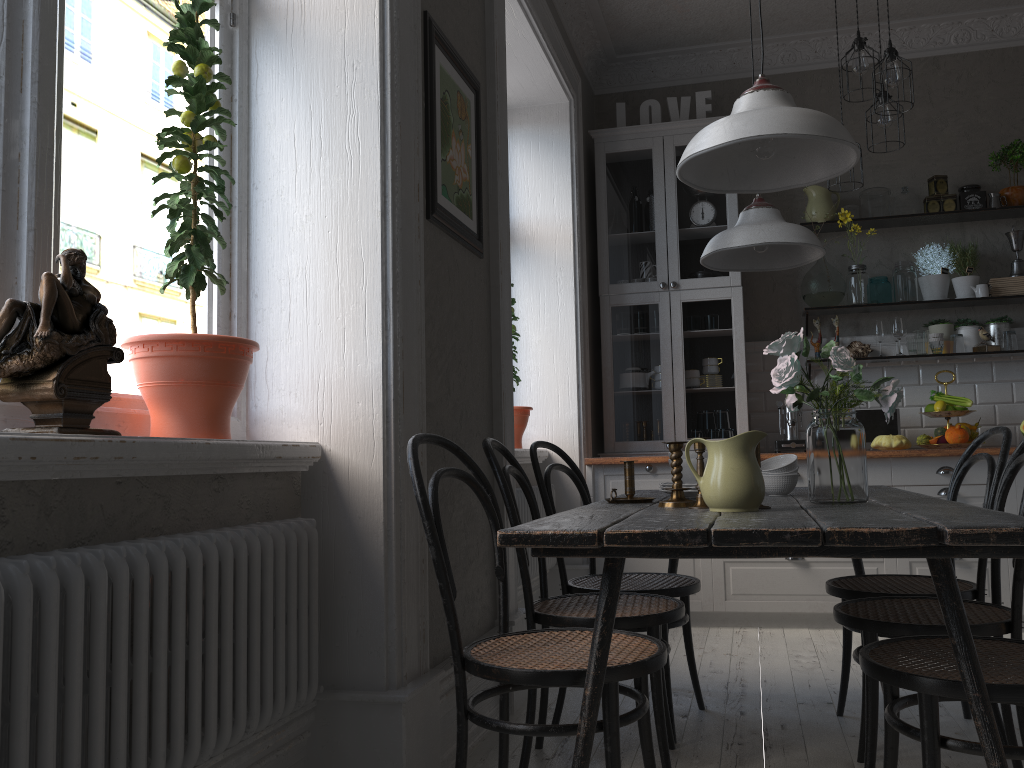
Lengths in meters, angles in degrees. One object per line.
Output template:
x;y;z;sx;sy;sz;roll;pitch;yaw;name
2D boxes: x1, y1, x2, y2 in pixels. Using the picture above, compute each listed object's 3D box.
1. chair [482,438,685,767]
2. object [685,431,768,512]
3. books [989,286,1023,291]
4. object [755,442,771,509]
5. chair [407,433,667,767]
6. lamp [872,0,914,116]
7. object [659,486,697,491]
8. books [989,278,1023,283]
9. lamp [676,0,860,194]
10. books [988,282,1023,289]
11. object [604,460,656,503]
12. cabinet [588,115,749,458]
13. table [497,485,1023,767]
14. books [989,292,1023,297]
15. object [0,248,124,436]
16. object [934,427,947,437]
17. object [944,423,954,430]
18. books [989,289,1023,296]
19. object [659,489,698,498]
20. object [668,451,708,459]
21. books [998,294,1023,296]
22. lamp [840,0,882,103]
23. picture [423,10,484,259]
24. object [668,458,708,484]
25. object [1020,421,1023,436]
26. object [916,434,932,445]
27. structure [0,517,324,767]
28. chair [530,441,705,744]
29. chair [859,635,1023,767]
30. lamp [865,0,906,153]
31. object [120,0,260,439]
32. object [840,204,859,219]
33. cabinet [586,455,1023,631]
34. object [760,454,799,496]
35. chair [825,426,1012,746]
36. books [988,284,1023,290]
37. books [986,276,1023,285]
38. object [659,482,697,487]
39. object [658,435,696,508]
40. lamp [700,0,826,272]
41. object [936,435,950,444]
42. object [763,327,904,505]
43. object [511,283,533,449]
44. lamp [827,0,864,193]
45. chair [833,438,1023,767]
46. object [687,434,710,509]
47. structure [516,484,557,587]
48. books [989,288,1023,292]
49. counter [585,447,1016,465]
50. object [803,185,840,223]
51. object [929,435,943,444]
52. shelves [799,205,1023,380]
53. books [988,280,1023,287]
0.203;0.602;2.461;0.545;0.920;0.441;-2;-5;11;chair
0.470;0.188;1.911;0.152;0.170;0.133;1;-6;-25;object
2.771;-0.520;4.882;0.258;0.011;0.160;-3;-5;19;books
0.545;0.194;1.980;0.058;0.167;0.060;-4;-6;27;object
0.060;0.558;1.920;0.541;0.920;0.444;-3;-5;21;chair
1.501;-1.958;3.600;0.149;1.735;0.144;2;-6;-29;lamp
0.547;0.307;2.567;0.240;0.027;0.234;0;-5;-18;object
2.770;-0.563;4.885;0.257;0.016;0.160;-4;-5;22;books
0.521;-1.380;1.964;0.387;1.858;0.371;3;-6;-38;lamp
2.771;-0.541;4.884;0.258;0.011;0.160;-3;-5;19;books
0.317;0.263;2.387;0.140;0.112;0.139;-1;-5;-4;object
0.937;-0.519;5.154;0.871;1.921;0.391;-2;-5;13;cabinet
0.666;0.672;2.327;0.896;0.735;1.938;-3;-5;15;table
2.772;-0.488;4.879;0.258;0.011;0.160;-3;-5;19;books
-0.771;-0.076;1.473;0.119;0.329;0.239;-3;-5;16;object
2.331;0.270;4.784;0.077;0.076;0.157;-6;-7;40;object
2.359;0.257;4.771;0.085;0.093;0.087;-2;-5;10;object
2.771;-0.498;4.880;0.257;0.016;0.160;-4;-6;26;books
0.547;0.316;2.566;0.233;0.027;0.242;-5;-6;32;object
0.545;0.243;2.572;0.179;0.094;0.180;-2;-5;5;object
2.772;-0.476;4.878;0.258;0.011;0.159;-3;-5;16;books
1.448;-2.071;3.786;0.147;1.735;0.147;-1;-5;1;lamp
-0.174;-0.756;2.796;0.020;0.619;0.526;-3;-5;15;picture
0.546;0.263;2.570;0.179;0.094;0.180;-2;-5;5;object
2.688;0.229;4.453;0.231;0.174;0.222;-5;-6;35;object
2.221;0.304;4.752;0.075;0.072;0.155;-6;-7;43;object
-0.641;0.478;1.495;0.147;0.428;1.233;-2;-5;13;structure
0.348;0.640;2.930;0.540;0.920;0.445;-4;-6;26;chair
0.956;0.516;1.702;0.545;0.920;0.441;-2;-5;11;chair
1.597;-1.884;3.898;0.147;1.735;0.147;-1;-5;1;lamp
-0.677;-0.374;1.882;0.276;0.991;0.264;2;-6;-37;object
1.949;-0.970;5.105;0.102;0.111;0.104;-3;-5;14;object
2.172;0.664;3.411;2.025;0.854;4.117;1;-6;-30;cabinet
0.767;0.264;2.564;0.122;0.119;0.130;-4;-6;30;object
1.237;0.596;2.688;0.545;0.920;0.441;-2;-5;11;chair
2.771;-0.531;4.883;0.258;0.011;0.159;-3;-5;16;books
2.770;-0.573;4.886;0.258;0.011;0.160;-3;-5;19;books
0.547;0.298;2.568;0.232;0.027;0.242;-5;-6;37;object
0.395;0.208;2.125;0.096;0.172;0.095;-1;-5;-5;object
0.756;-1.310;2.832;0.374;1.858;0.385;-3;-5;21;lamp
2.269;0.312;4.719;0.070;0.076;0.228;-1;-5;-3;object
0.752;0.072;2.068;0.309;0.414;0.253;-2;-5;12;object
-0.033;-0.090;4.292;0.254;0.813;0.265;-6;-7;41;object
1.432;-1.718;3.926;0.149;1.735;0.145;1;-5;-19;lamp
1.092;0.559;2.222;0.541;0.920;0.444;-3;-5;21;chair
0.435;0.200;2.041;0.061;0.172;0.063;-5;-6;35;object
0.025;0.678;3.959;0.147;0.428;1.233;-2;-5;13;structure
2.771;-0.509;4.881;0.257;0.016;0.160;-4;-5;22;books
1.688;0.263;3.402;3.132;0.039;3.423;-3;-5;14;counter
1.779;-1.020;5.088;0.187;0.216;0.176;-4;-6;27;object
2.250;0.302;4.707;0.090;0.057;0.083;3;-7;-44;object
2.315;-0.478;4.976;1.304;0.923;0.231;-3;-5;13;shelves
2.770;-0.552;4.885;0.257;0.016;0.160;-4;-6;26;books
